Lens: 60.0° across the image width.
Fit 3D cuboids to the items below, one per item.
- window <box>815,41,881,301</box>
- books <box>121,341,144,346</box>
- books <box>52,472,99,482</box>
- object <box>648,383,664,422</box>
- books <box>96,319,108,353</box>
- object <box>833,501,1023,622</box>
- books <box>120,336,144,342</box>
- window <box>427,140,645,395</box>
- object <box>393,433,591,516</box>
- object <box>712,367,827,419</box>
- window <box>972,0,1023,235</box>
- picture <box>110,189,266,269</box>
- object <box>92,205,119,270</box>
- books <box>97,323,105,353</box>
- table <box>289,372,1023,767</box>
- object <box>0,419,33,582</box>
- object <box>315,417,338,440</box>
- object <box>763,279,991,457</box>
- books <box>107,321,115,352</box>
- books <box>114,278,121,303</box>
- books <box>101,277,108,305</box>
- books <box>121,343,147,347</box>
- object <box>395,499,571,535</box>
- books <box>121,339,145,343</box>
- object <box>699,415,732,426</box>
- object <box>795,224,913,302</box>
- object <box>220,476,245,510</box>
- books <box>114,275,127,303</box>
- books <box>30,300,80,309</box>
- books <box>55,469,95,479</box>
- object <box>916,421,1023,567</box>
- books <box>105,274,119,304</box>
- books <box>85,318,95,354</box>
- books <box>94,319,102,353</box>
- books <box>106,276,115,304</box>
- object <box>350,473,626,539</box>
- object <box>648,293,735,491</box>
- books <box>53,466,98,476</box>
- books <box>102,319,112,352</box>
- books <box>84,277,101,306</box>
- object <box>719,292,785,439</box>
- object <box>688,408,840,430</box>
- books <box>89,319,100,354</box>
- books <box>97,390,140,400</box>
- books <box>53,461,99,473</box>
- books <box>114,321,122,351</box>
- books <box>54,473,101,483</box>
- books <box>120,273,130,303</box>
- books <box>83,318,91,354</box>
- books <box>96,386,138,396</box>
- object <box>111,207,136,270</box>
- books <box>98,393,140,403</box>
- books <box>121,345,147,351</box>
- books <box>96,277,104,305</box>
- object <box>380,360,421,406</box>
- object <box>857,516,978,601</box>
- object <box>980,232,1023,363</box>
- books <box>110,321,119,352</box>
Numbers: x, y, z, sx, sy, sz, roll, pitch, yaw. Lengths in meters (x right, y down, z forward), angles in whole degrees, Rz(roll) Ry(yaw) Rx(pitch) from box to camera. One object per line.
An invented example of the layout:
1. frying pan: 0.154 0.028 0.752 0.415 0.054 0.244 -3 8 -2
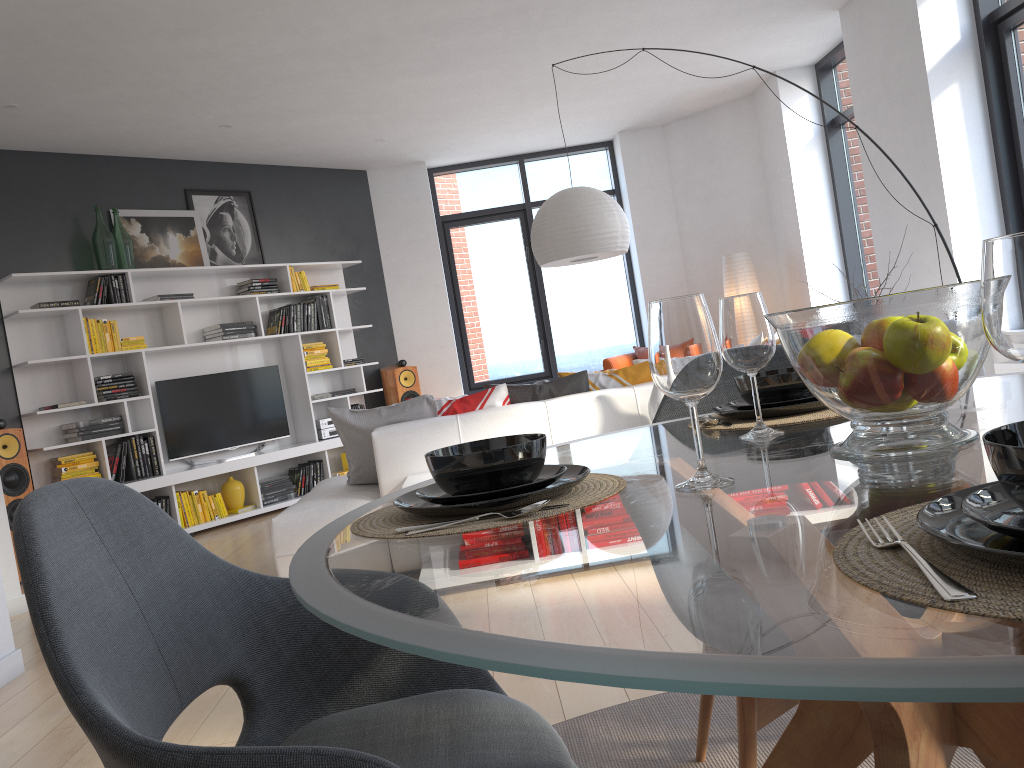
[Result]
1. window: 2.898 -1.549 6.992 0.170 2.402 1.310 -9 2 -2
2. books: -2.878 -0.299 6.678 0.113 0.018 0.169 -7 3 44
3. books: -3.127 0.664 6.356 0.263 0.015 0.198 -11 3 -44
4. object: 0.753 0.016 3.932 0.316 0.398 0.319 -9 2 22
5. books: -3.051 -0.339 6.541 0.180 0.251 0.019 -8 2 43
6. object: 0.405 0.101 0.595 0.360 0.002 0.360 -10 2 -28
7. books: -2.902 -0.332 6.698 0.138 0.026 0.186 -8 2 43
8. window: 0.273 -1.196 9.309 1.960 2.402 0.170 -9 2 -2
9. object: -0.029 0.115 1.154 0.258 0.074 0.258 -10 2 -22
10. object: 0.499 0.014 1.646 0.258 0.074 0.258 -10 2 -22
11. window: 3.004 -1.492 4.694 0.170 2.402 1.310 -9 2 -2
12. picture: -2.643 -1.265 7.310 0.076 0.707 1.279 -8 2 43
13. object: -3.048 -1.080 6.611 0.157 0.507 0.157 -10 2 -34
14. books: -3.050 -0.326 6.514 0.156 0.229 0.024 -8 2 42
15. table: 0.547 0.449 1.114 1.499 0.764 1.499 -10 2 -13
16. object: -3.420 0.789 5.895 0.434 1.088 0.290 -8 2 28
17. object: -1.654 0.393 7.904 0.270 0.174 0.285 -8 2 43
18. object: 0.465 -0.017 1.087 0.278 0.184 0.278 -9 2 6
19. books: -3.013 -0.341 6.583 0.169 0.239 0.023 -8 2 43
20. books: -2.983 -0.683 6.645 0.147 0.200 0.021 -8 2 43
21. books: -3.047 -0.676 6.572 0.154 0.212 0.074 -8 2 42
22. books: -2.886 -0.284 6.696 0.148 0.011 0.196 -8 2 43
23. object: -0.031 0.146 1.148 0.206 0.015 0.309 -9 2 2
24. books: -2.887 -0.314 6.692 0.134 0.014 0.187 -8 2 43
25. object: 0.494 0.045 1.635 0.309 0.015 0.206 -9 2 2
26. object: 1.574 -0.292 3.883 0.406 0.744 0.607 -8 2 38
27. object: -2.229 0.867 7.082 0.185 0.257 0.185 -9 2 20
28. books: -2.965 -0.695 6.667 0.169 0.218 0.038 -8 2 43
29. books: -3.256 -0.550 6.317 0.268 0.046 0.208 -11 3 -44
30. books: -3.121 0.645 6.334 0.228 0.024 0.152 -11 2 -43
31. object: 0.403 0.063 0.581 0.258 0.074 0.258 -9 2 17
32. books: -3.005 -0.693 6.630 0.176 0.232 0.025 -8 2 43
33. books: -3.119 -0.335 6.461 0.213 0.270 0.025 -8 2 43
34. books: -3.080 -0.338 6.514 0.199 0.263 0.015 -8 2 43
35. books: -3.017 -0.685 6.609 0.156 0.221 0.021 -8 2 43
36. object: -0.030 0.154 1.155 0.360 0.002 0.360 -10 2 -28
37. object: 0.207 0.009 1.029 0.083 0.220 0.083 -8 2 26
38. books: -3.130 0.624 6.355 0.180 0.019 0.251 -8 2 43
39. books: -3.032 -0.343 6.560 0.185 0.250 0.035 -8 2 43
40. books: -3.093 -0.667 6.532 0.166 0.213 0.096 -8 2 41
41. object: 0.371 -0.029 1.378 0.083 0.220 0.083 -10 2 -31
42. object: 0.505 0.052 1.635 0.360 0.002 0.360 -8 2 40
43. books: -3.098 -0.332 6.490 0.198 0.255 0.044 -8 2 43
44. books: -2.936 0.083 6.580 0.189 0.025 0.270 -8 2 42
45. books: -3.125 0.596 6.360 0.250 0.035 0.185 -11 3 -44
46. books: -2.979 -0.345 6.620 0.172 0.234 0.024 -8 2 43
47. books: -3.110 0.691 6.349 0.198 0.044 0.255 -8 2 43
48. books: -2.943 -0.706 6.683 0.174 0.230 0.019 -8 2 43
49. books: -3.130 -0.332 6.435 0.204 0.270 0.029 -8 2 43
50. books: -2.959 0.059 6.586 0.209 0.030 0.266 -8 2 41
51. object: -2.986 -1.095 6.764 0.157 0.507 0.157 -10 2 -34
52. books: -2.931 0.108 6.579 0.189 0.026 0.263 -8 2 41
53. books: -2.880 -0.262 6.693 0.147 0.033 0.190 -8 2 43
54. books: -3.075 -0.670 6.560 0.171 0.214 0.087 -8 2 43
55. object: -1.040 0.317 8.516 0.290 1.088 0.434 -10 2 -32
56. object: 0.413 0.092 0.599 0.309 0.015 0.206 -9 2 7
57. object: 0.487 -0.030 0.821 0.083 0.220 0.083 -11 2 -42
58. books: -2.993 -0.342 6.598 0.172 0.234 0.024 -8 2 43
